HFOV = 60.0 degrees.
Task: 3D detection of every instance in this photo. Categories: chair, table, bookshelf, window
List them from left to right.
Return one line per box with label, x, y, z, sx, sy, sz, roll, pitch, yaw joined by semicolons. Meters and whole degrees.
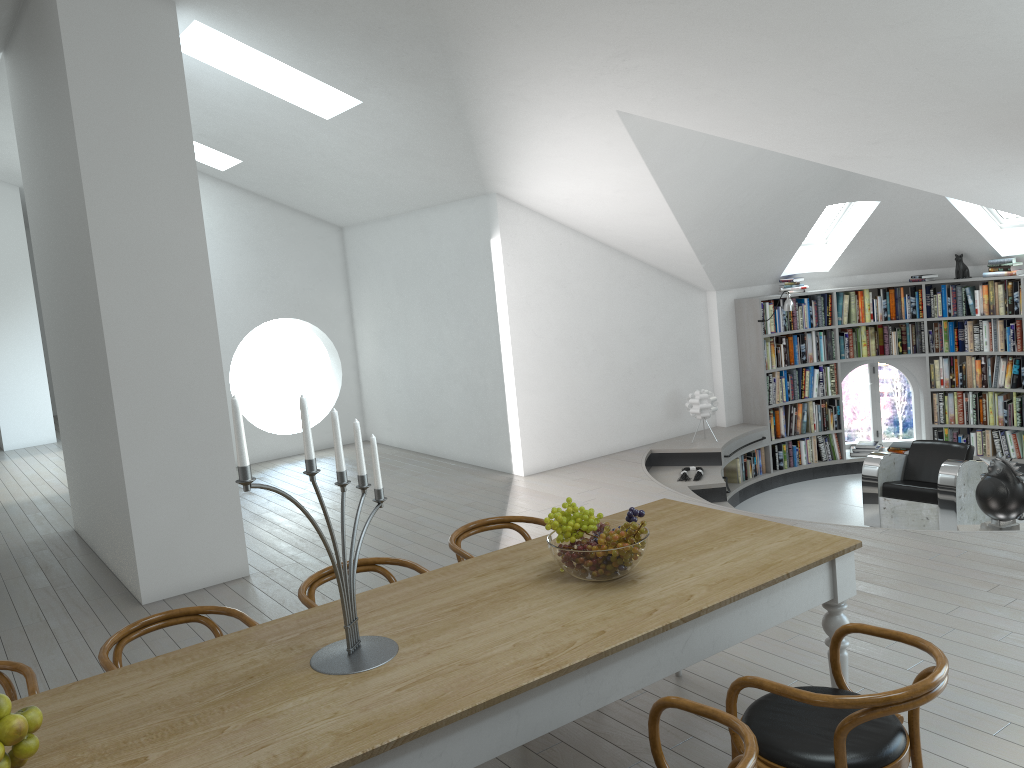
chair;-1.770;1.359;2.846;0.528;0.733;0.622;-9;7;-31
chair;-1.141;1.253;3.197;0.529;0.733;0.621;-11;8;-39
chair;-0.538;1.143;3.593;0.528;0.733;0.622;-10;7;-34
table;-0.339;1.196;2.747;3.356;0.796;1.019;-10;8;-34
chair;0.031;1.031;4.035;0.528;0.733;0.622;-9;7;-31
chair;0.337;1.228;2.247;0.528;0.733;0.622;-10;8;-37
chair;0.962;1.121;2.605;0.528;0.733;0.622;-10;7;-34
chair;3.660;0.906;7.806;0.743;0.717;0.823;-11;8;-39
window;4.414;-1.793;8.336;1.937;0.711;4.058;-10;9;-34
window;5.028;0.221;9.448;3.230;1.147;0.619;1;9;41
bookshelf;4.585;-0.042;8.505;2.113;1.875;4.336;-10;8;-34

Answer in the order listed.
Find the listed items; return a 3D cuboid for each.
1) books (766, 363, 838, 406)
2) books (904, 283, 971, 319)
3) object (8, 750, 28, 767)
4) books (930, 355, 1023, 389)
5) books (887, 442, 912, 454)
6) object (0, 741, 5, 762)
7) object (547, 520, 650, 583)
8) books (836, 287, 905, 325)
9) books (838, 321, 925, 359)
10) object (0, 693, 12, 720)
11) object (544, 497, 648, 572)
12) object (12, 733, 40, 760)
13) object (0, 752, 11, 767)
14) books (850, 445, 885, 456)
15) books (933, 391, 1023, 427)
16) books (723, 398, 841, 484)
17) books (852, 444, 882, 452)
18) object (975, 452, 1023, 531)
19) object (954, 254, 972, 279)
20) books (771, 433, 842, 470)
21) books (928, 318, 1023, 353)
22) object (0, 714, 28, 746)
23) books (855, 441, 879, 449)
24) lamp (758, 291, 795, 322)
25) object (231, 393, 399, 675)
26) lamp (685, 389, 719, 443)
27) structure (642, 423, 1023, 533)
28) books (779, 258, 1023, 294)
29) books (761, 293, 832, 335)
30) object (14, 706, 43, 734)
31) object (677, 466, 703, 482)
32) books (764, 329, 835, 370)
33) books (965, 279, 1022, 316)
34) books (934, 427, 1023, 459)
books;3.093;-0.006;9.697;1.021;0.358;0.261;-8;6;-17
books;4.551;-0.892;9.527;0.682;0.345;0.266;-1;8;32
object;-1.209;0.914;2.166;0.051;0.050;0.050;-9;7;-30
books;4.939;-0.140;9.333;0.997;0.350;0.298;0;8;39
books;4.343;0.716;9.827;0.292;0.099;0.318;-10;8;-32
object;-1.216;0.862;2.064;0.062;0.059;0.062;-9;7;-30
object;0.307;0.605;3.107;0.360;0.159;0.361;-1;9;36
books;3.903;-0.866;9.740;0.792;0.372;0.270;-5;6;9
books;4.656;-0.487;9.318;2.528;0.370;0.593;0;9;36
object;-1.241;0.780;2.126;0.072;0.074;0.072;-10;8;-34
object;0.298;0.539;3.130;0.393;0.283;0.293;-3;7;20
object;-1.173;0.875;2.138;0.059;0.056;0.060;-11;8;-39
object;-1.233;0.910;2.102;0.080;0.074;0.078;-4;7;11
books;4.013;0.752;10.007;0.365;0.042;0.389;-3;8;22
books;4.988;0.242;9.363;1.031;0.356;0.293;0;9;40
books;2.902;0.577;9.658;1.643;0.693;0.391;-9;7;-24
books;4.010;0.718;10.004;0.269;0.031;0.287;-1;8;32
object;3.278;0.731;5.928;0.320;0.561;0.322;-2;7;28
object;4.732;-1.237;9.302;0.202;0.264;0.147;-10;8;-37
books;3.212;0.720;9.820;0.919;0.319;0.283;-8;7;-16
books;4.929;-0.521;9.328;1.028;0.358;0.301;1;9;41
object;-1.191;0.824;2.112;0.066;0.071;0.073;-3;7;25
books;4.007;0.687;10.001;0.213;0.036;0.227;-1;8;32
lamp;2.751;-0.808;9.221;0.117;0.311;0.414;-10;8;-37
object;-0.551;0.397;2.564;0.265;0.872;0.777;-2;7;30
lamp;1.930;0.320;8.968;0.305;0.523;0.306;0;8;44
structure;3.535;0.925;7.804;4.707;0.691;4.726;-4;7;11
books;4.285;-1.154;9.337;2.812;0.173;0.750;-2;8;26
books;3.016;-0.765;9.654;1.034;0.360;0.301;-8;7;-18
object;-1.197;0.833;2.186;0.072;0.063;0.071;-11;9;-41
object;1.691;0.846;8.343;0.218;0.082;0.475;-3;8;18
books;3.067;-0.385;9.709;1.089;0.347;0.303;-8;7;-19
books;5.260;-0.870;8.721;0.394;0.366;1.567;-9;8;-29
books;5.007;0.602;9.406;1.019;0.305;0.288;0;9;40
